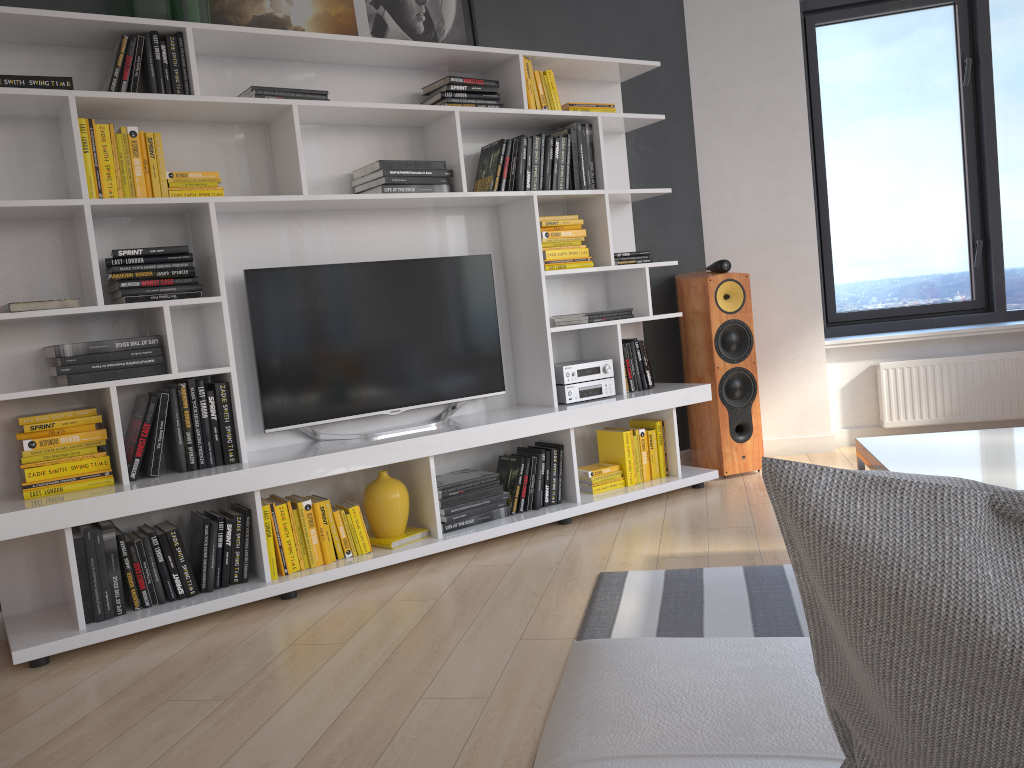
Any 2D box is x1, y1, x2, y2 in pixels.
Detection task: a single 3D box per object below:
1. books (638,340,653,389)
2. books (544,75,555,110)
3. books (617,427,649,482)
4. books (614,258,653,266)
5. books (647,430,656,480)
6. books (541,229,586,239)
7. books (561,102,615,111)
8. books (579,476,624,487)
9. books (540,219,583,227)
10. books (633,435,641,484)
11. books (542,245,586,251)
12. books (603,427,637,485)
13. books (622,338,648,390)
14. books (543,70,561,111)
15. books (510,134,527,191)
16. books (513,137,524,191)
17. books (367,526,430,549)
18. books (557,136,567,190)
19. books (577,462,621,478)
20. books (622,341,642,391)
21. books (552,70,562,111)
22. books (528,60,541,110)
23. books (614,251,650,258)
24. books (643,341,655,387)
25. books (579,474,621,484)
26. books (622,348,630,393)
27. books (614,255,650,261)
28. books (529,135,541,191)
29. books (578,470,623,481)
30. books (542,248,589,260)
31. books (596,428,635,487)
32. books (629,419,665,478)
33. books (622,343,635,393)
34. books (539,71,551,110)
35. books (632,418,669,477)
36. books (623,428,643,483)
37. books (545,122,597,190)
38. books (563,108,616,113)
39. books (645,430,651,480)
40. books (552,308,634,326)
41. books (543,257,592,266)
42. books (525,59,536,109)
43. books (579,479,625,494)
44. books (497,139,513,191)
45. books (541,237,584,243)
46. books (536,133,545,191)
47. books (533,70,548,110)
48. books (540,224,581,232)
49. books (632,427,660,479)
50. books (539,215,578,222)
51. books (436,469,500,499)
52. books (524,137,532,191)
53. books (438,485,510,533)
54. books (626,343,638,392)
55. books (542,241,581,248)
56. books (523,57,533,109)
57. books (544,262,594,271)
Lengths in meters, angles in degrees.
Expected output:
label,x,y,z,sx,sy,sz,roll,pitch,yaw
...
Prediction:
label,x,y,z,sx,sy,sz,roll,pitch,yaw
books,0.597,-0.093,4.335,0.066,0.242,0.177,-9,6,-33
books,0.137,-1.288,3.972,0.046,0.161,0.108,-9,6,-33
books,0.572,0.335,4.246,0.035,0.250,0.185,-9,6,-32
books,0.546,-0.582,4.282,0.213,0.023,0.161,-9,5,-29
books,0.619,0.336,4.274,0.024,0.234,0.172,-9,6,-32
books,0.197,-0.688,4.132,0.239,0.033,0.176,-9,5,-29
books,0.319,-1.282,4.165,0.257,0.024,0.203,-9,5,-29
books,0.402,0.449,4.136,0.196,0.011,0.148,-9,6,-32
books,0.194,-0.739,4.128,0.223,0.023,0.163,-9,5,-28
books,0.542,0.354,4.207,0.024,0.229,0.156,-9,6,-33
books,0.191,-0.623,4.134,0.251,0.014,0.189,-9,5,-29
books,0.514,0.339,4.214,0.015,0.263,0.199,-9,6,-32
books,0.567,-0.095,4.325,0.066,0.255,0.193,-9,6,-33
books,0.148,-1.303,3.996,0.064,0.184,0.141,-9,6,-31
books,-0.001,-0.966,3.960,0.075,0.254,0.192,-9,6,-33
books,-0.005,-0.955,3.927,0.069,0.242,0.172,-9,6,-32
books,-0.496,0.613,3.579,0.270,0.029,0.204,-2,6,42
books,0.175,-0.991,4.068,0.084,0.249,0.191,-9,6,-32
books,0.390,0.400,4.137,0.186,0.026,0.138,-9,6,-32
books,0.550,-0.085,4.301,0.050,0.242,0.169,-9,6,-33
books,0.163,-1.307,4.016,0.044,0.184,0.142,-9,6,-32
books,0.054,-1.311,3.967,0.054,0.224,0.164,-9,6,-33
books,0.534,-0.620,4.294,0.213,0.023,0.161,-9,5,-29
books,0.608,-0.094,4.380,0.077,0.233,0.179,-9,6,-32
books,0.407,0.437,4.115,0.169,0.018,0.113,-9,6,-31
books,0.473,-0.088,4.273,0.053,0.268,0.202,-9,6,-33
books,0.542,-0.601,4.282,0.198,0.015,0.142,-9,6,-34
books,0.054,-0.973,3.993,0.084,0.249,0.191,-9,6,-32
books,0.402,0.420,4.130,0.187,0.014,0.134,-9,6,-32
books,0.203,-0.595,4.126,0.243,0.042,0.189,-9,6,-32
books,0.490,0.345,4.196,0.044,0.255,0.198,-9,6,-32
books,0.658,0.311,4.310,0.029,0.270,0.204,-9,6,-32
books,0.504,-0.077,4.288,0.053,0.240,0.189,-9,6,-32
books,0.115,-1.295,3.972,0.044,0.178,0.128,-9,6,-33
books,0.675,0.307,4.332,0.025,0.270,0.213,-9,6,-32
books,0.549,0.338,4.233,0.019,0.251,0.180,-9,6,-32
books,0.265,-1.039,4.160,0.128,0.321,0.259,-9,6,-32
books,0.328,-1.257,4.162,0.257,0.028,0.194,-8,5,-27
books,0.596,0.337,4.264,0.023,0.239,0.169,-9,6,-32
books,0.386,-0.321,4.237,0.310,0.047,0.250,-10,6,-37
books,0.208,-0.562,4.124,0.257,0.024,0.203,-9,5,-29
books,0.033,-1.307,3.943,0.041,0.224,0.163,-9,6,-34
books,0.406,0.472,4.134,0.190,0.033,0.147,-9,6,-32
books,-0.074,-0.943,3.914,0.096,0.234,0.187,-9,6,-32
books,0.190,-0.661,4.130,0.239,0.019,0.171,-9,6,-32
books,0.081,-0.982,4.012,0.066,0.260,0.197,-9,6,-32
books,0.094,-1.293,3.967,0.054,0.180,0.132,-9,6,-32
books,0.188,-0.715,4.128,0.227,0.022,0.160,-7,5,-17
books,0.639,0.332,4.291,0.024,0.234,0.172,-9,6,-32
books,0.172,-0.761,4.140,0.223,0.023,0.163,-9,5,-28
books,-0.247,0.423,3.782,0.310,0.047,0.250,-10,6,-37
books,0.026,-0.963,3.970,0.068,0.243,0.179,-9,6,-34
books,-0.220,0.514,3.774,0.343,0.137,0.277,-10,6,-37
books,0.528,-0.079,4.295,0.049,0.236,0.170,-9,6,-32
books,0.192,-0.639,4.111,0.217,0.023,0.145,-9,5,-28
books,0.024,-1.306,3.915,0.041,0.229,0.161,-9,6,-34
books,0.218,-0.537,4.121,0.257,0.028,0.194,-8,5,-27
